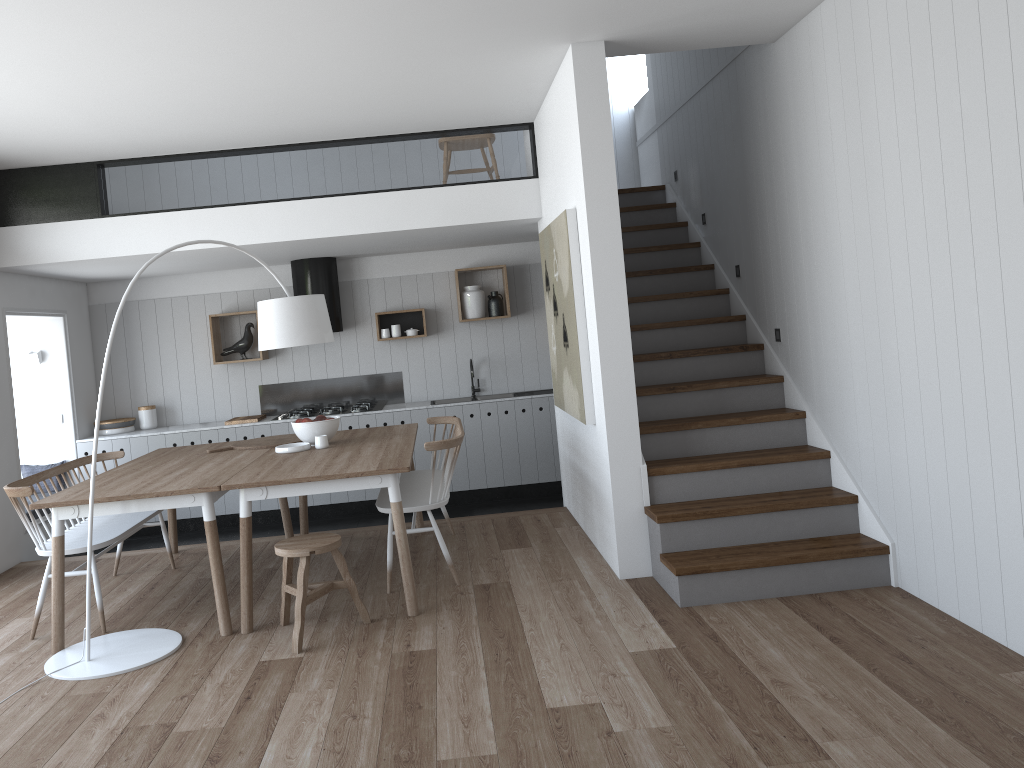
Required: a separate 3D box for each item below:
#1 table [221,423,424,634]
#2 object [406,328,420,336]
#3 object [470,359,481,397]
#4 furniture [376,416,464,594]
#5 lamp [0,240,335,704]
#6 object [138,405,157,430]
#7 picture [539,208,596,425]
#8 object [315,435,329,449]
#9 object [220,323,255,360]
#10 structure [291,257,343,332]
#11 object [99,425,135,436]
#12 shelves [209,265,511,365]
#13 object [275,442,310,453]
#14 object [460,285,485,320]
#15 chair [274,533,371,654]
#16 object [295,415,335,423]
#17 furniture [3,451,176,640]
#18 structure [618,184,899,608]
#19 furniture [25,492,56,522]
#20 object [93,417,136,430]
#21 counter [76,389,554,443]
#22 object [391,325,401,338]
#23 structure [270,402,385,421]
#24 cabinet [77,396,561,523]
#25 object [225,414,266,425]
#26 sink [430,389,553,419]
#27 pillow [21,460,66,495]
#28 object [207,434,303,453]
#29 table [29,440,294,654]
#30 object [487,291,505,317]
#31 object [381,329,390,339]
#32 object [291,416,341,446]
[{"bbox_3d":[-1.025,0.764,5.385,0.932,0.748,2.053,-6,4,-4],"label":"table"},{"bbox_3d":[-0.920,-0.480,8.135,0.126,0.073,0.111,-7,3,-24],"label":"object"},{"bbox_3d":[-0.341,-0.050,8.152,0.090,0.374,0.291,-5,2,-4],"label":"object"},{"bbox_3d":[-0.540,0.682,5.465,0.542,0.809,1.367,-6,3,-4],"label":"furniture"},{"bbox_3d":[-2.280,0.400,3.200,0.888,2.022,5.131,-5,4,21],"label":"lamp"},{"bbox_3d":[-3.347,0.311,8.122,0.150,0.212,0.158,-7,2,-35],"label":"object"},{"bbox_3d":[0.330,-0.419,5.620,0.060,1.218,1.304,-5,2,-5],"label":"picture"},{"bbox_3d":[-1.173,0.358,5.445,0.083,0.079,0.083,-6,2,-3],"label":"object"},{"bbox_3d":[-2.523,-0.386,8.125,0.333,0.334,0.139,-5,1,-1],"label":"object"},{"bbox_3d":[-1.790,-0.893,8.066,0.425,0.868,0.403,-4,2,44],"label":"structure"},{"bbox_3d":[-3.610,0.420,8.049,0.334,0.055,0.318,-3,5,36],"label":"object"},{"bbox_3d":[-0.952,-0.609,8.159,3.567,0.797,0.301,-6,1,-2],"label":"shelves"},{"bbox_3d":[-1.355,0.396,5.466,0.211,0.035,0.219,-7,4,-24],"label":"object"},{"bbox_3d":[-0.360,-0.753,8.170,0.223,0.301,0.234,-7,2,-30],"label":"object"},{"bbox_3d":[-0.915,0.981,4.303,0.426,0.449,0.490,-6,3,-17],"label":"chair"},{"bbox_3d":[-1.246,0.287,5.635,0.245,0.167,0.243,-8,4,-42],"label":"object"},{"bbox_3d":[-2.444,0.882,5.217,0.542,0.809,1.367,-6,3,-4],"label":"furniture"},{"bbox_3d":[1.048,-0.227,5.932,1.052,2.628,3.623,-6,3,-4],"label":"structure"},{"bbox_3d":[-3.998,1.009,7.148,0.594,0.115,1.057,-6,4,-4],"label":"furniture"},{"bbox_3d":[-3.616,0.362,8.049,0.350,0.066,0.369,-9,5,-43],"label":"object"},{"bbox_3d":[-0.766,0.186,8.036,6.108,0.020,0.582,-6,4,-2],"label":"counter"},{"bbox_3d":[-1.062,-0.484,8.103,0.086,0.115,0.086,-6,2,-3],"label":"object"},{"bbox_3d":[-1.657,0.239,8.014,0.980,0.048,0.557,-6,4,-2],"label":"structure"},{"bbox_3d":[-0.704,0.588,7.755,6.104,0.747,0.010,-6,1,-2],"label":"cabinet"},{"bbox_3d":[-2.402,0.322,7.981,0.290,0.030,0.402,-6,4,-4],"label":"object"},{"bbox_3d":[-0.146,0.196,8.023,1.173,0.166,0.455,-6,4,-2],"label":"sink"},{"bbox_3d":[-4.028,0.824,7.607,0.401,0.293,0.182,-6,2,-2],"label":"pillow"},{"bbox_3d":[-1.619,0.393,5.977,0.607,0.023,0.667,-4,4,19],"label":"object"},{"bbox_3d":[-1.954,0.855,5.359,0.932,0.748,2.053,-6,4,-4],"label":"table"},{"bbox_3d":[-0.148,-0.740,8.186,0.158,0.236,0.154,-6,2,-5],"label":"object"},{"bbox_3d":[-1.160,-0.460,8.100,0.085,0.088,0.081,-4,3,33],"label":"object"},{"bbox_3d":[-1.245,0.308,5.639,0.313,0.164,0.317,-6,3,-6],"label":"object"}]
